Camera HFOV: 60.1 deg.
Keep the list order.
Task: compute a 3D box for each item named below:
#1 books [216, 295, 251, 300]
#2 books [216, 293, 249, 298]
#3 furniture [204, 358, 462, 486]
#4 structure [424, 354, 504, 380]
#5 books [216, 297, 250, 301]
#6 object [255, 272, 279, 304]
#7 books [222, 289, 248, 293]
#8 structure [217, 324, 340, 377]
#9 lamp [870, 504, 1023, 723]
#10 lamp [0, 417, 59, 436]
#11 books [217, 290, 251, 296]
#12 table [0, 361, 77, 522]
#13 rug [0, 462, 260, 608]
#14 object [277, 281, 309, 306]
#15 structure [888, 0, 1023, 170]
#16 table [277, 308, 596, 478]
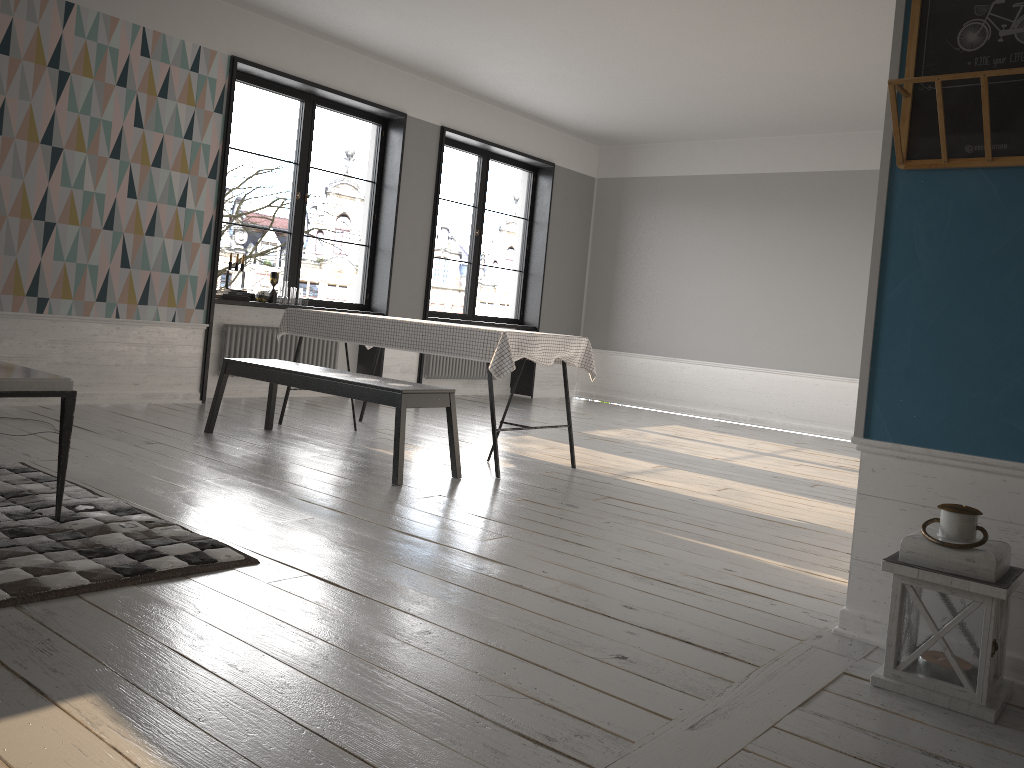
[{"bbox_3d":[-2.213,-0.681,6.919,0.184,0.019,0.271,9,5,38],"label":"books"},{"bbox_3d":[-2.203,-0.695,6.923,0.175,0.011,0.215,9,6,44],"label":"books"},{"bbox_3d":[-1.031,0.163,4.953,1.676,0.455,0.464,9,4,39],"label":"furniture"},{"bbox_3d":[-0.482,-0.260,9.344,0.149,0.427,1.221,6,3,37],"label":"structure"},{"bbox_3d":[-2.211,-0.666,6.913,0.162,0.011,0.267,9,6,41],"label":"books"},{"bbox_3d":[-1.981,-0.786,7.172,0.194,0.256,0.115,4,2,-41],"label":"object"},{"bbox_3d":[-2.174,-0.730,6.937,0.124,0.017,0.153,9,5,40],"label":"books"},{"bbox_3d":[-1.945,-0.266,7.517,0.149,0.427,1.221,6,3,37],"label":"structure"},{"bbox_3d":[1.144,0.553,2.302,0.288,0.477,0.286,6,2,37],"label":"lamp"},{"bbox_3d":[-2.929,-0.642,4.912,1.251,1.701,0.678,7,1,37],"label":"lamp"},{"bbox_3d":[-2.182,-0.711,6.937,0.163,0.022,0.198,9,5,39],"label":"books"},{"bbox_3d":[-2.234,0.192,2.666,0.735,0.510,1.453,8,4,38],"label":"table"},{"bbox_3d":[-2.275,0.449,2.393,1.777,0.034,2.522,9,5,39],"label":"rug"},{"bbox_3d":[-1.837,-0.754,7.371,0.153,0.192,0.267,7,3,39],"label":"object"},{"bbox_3d":[1.325,-0.995,2.420,0.497,0.775,0.185,7,1,39],"label":"structure"},{"bbox_3d":[-0.547,-0.003,5.585,2.033,0.783,0.929,8,4,38],"label":"table"}]
